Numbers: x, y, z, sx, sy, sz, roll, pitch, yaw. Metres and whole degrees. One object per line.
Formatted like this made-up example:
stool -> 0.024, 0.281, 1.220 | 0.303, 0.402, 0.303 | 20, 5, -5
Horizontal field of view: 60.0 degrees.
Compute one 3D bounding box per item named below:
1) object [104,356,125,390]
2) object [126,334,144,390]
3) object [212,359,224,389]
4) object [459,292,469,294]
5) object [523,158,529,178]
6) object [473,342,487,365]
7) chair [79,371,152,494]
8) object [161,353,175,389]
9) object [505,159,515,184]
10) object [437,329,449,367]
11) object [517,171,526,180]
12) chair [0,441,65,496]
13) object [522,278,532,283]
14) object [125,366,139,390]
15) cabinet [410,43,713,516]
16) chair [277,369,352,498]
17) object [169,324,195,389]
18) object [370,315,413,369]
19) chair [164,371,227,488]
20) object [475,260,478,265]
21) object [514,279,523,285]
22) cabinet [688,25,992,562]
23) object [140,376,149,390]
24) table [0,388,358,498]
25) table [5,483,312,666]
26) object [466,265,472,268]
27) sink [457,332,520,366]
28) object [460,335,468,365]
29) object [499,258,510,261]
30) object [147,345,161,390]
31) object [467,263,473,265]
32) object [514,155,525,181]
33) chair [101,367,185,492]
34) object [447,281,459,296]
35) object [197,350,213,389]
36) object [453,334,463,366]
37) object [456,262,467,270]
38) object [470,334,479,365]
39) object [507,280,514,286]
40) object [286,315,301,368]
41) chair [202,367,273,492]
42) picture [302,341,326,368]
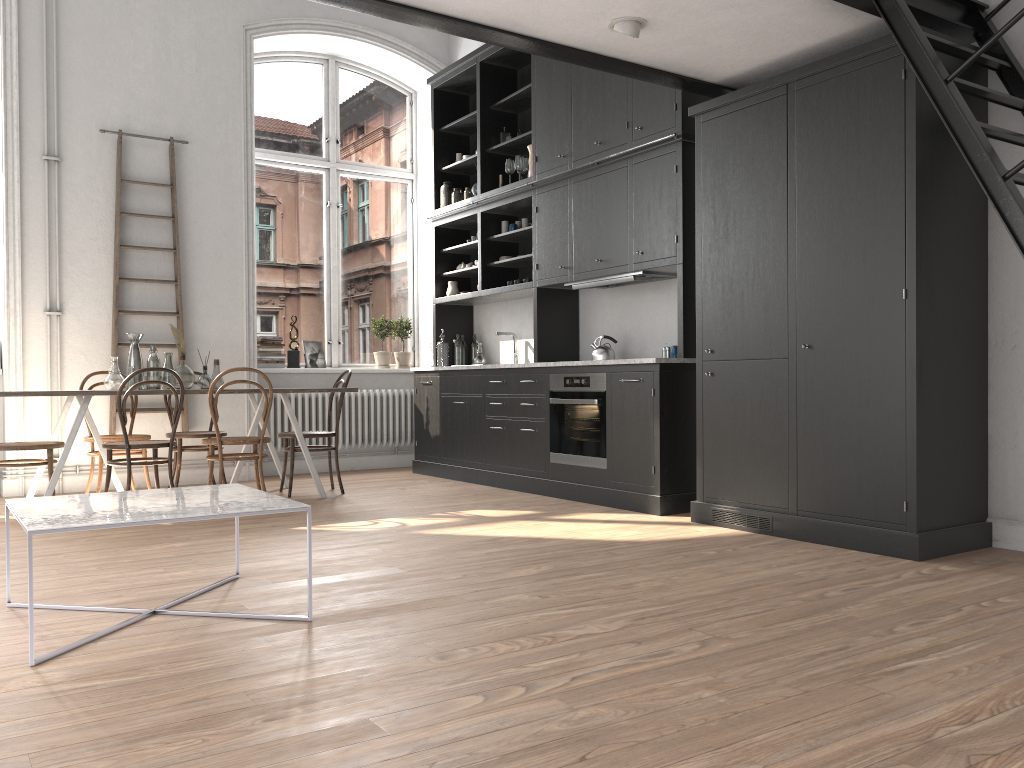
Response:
object -> -2.597, -0.070, 5.796 | 0.132, 0.219, 0.132 | -1, 1, -44
object -> -2.589, -0.152, 6.089 | 0.116, 0.383, 0.116 | -1, 1, -22
object -> -2.114, -0.071, 6.350 | 0.101, 0.212, 0.101 | 0, 0, 6
object -> -0.384, -0.797, 7.925 | 0.180, 0.037, 0.180 | 0, 0, 41
object -> 0.127, -1.694, 7.104 | 0.083, 0.221, 0.083 | -1, 1, -35
object -> -0.288, -0.263, 7.971 | 0.132, 0.219, 0.120 | -1, 1, -33
chair -> -2.835, 0.362, 6.350 | 0.438, 0.921, 0.549 | -1, 1, -36
object -> -2.390, -0.089, 6.174 | 0.100, 0.255, 0.098 | 0, 1, 33
object -> -0.014, -1.693, 7.130 | 0.083, 0.221, 0.083 | 0, 0, -2
object -> -0.624, -0.326, 8.010 | 0.109, 0.349, 0.109 | 0, 1, 37
object -> 0.081, -1.693, 7.173 | 0.083, 0.221, 0.083 | -1, 1, -41
chair -> -3.100, 0.365, 5.538 | 0.549, 0.921, 0.438 | -1, 1, -25
object -> 0.132, -0.812, 7.014 | 0.104, 0.059, 0.088 | -1, 0, -25
object -> -2.560, -0.039, 5.974 | 0.083, 0.158, 0.083 | -1, 1, -38
cabinet -> 0.228, -0.994, 6.804 | 0.635, 3.583, 3.250 | -1, 0, -34
chair -> -1.465, 0.351, 6.597 | 0.549, 0.921, 0.438 | -1, 0, -21
object -> -2.254, -0.186, 6.071 | 0.157, 0.446, 0.157 | -1, 1, -16
object -> -1.170, -0.410, 8.620 | 0.500, 0.524, 0.234 | -1, 1, -44
chair -> -2.401, 0.358, 6.733 | 0.438, 0.921, 0.549 | -1, 0, -27
object -> -0.305, -1.058, 7.780 | 0.039, 0.055, 0.049 | -1, 0, -13
object -> 0.059, -0.811, 7.086 | 0.104, 0.059, 0.088 | 0, 0, 35
cabinet -> 1.660, -0.398, 4.662 | 0.633, 2.372, 1.401 | -1, 1, -34
object -> -2.457, -0.008, 5.929 | 0.058, 0.094, 0.058 | -1, 0, -5
table -> -2.300, 0.427, 6.097 | 2.200, 0.780, 1.100 | -1, 0, -34
table -> -1.268, 0.614, 3.134 | 0.849, 0.392, 0.849 | -1, 0, -34
object -> -0.381, -1.041, 7.908 | 0.055, 0.033, 0.058 | 0, 0, 31
sink -> -0.163, -0.187, 7.465 | 0.514, 0.505, 0.526 | -1, 0, -34
object -> -0.453, -0.301, 8.141 | 0.086, 0.301, 0.086 | -1, 1, -19
object -> -2.695, -0.101, 6.347 | 5.827, 1.842, 0.792 | -1, 0, -28
object -> -2.445, -0.112, 6.051 | 0.086, 0.301, 0.086 | 0, 1, 42
object -> -0.381, -1.060, 7.908 | 0.055, 0.047, 0.058 | -1, 0, -19
object -> 0.060, -1.693, 7.022 | 0.083, 0.221, 0.083 | 0, 1, 13
chair -> -2.321, 0.359, 5.564 | 0.438, 0.921, 0.549 | -1, 1, -38
object -> -0.530, -0.850, 8.017 | 0.115, 0.144, 0.127 | 0, 0, 35
object -> -2.156, -0.106, 6.231 | 0.107, 0.283, 0.107 | -1, 1, -39
object -> -0.489, -0.300, 8.022 | 0.086, 0.301, 0.086 | 0, 1, 42
object -> -0.444, -1.055, 8.055 | 0.125, 0.100, 0.140 | 0, 0, 38
object -> -0.341, -0.302, 8.088 | 0.086, 0.301, 0.086 | 0, 1, 12
object -> 0.003, -0.811, 7.184 | 0.088, 0.059, 0.104 | -1, 0, -45
object -> -1.988, -0.385, 8.073 | 0.122, 0.488, 0.102 | -1, 1, -9
chair -> -1.814, 0.354, 5.857 | 0.438, 0.921, 0.549 | -1, 0, -23
picture -> -1.854, -0.267, 8.213 | 0.149, 0.264, 0.221 | 0, 1, 40
